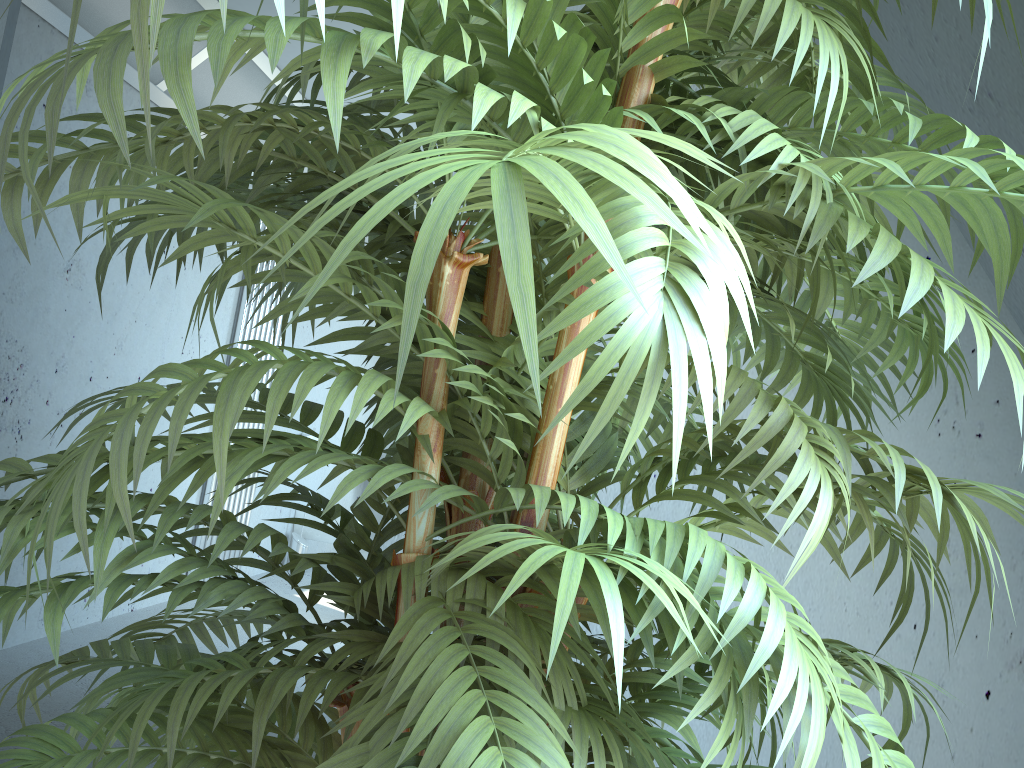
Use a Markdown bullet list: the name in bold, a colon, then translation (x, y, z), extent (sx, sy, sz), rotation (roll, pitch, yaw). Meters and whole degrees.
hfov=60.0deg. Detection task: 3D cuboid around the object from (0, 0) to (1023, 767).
- **object**: translation (-0.001, 0.070, 0.775), extent (1.020, 2.034, 0.980), rotation (12, -5, -33)
